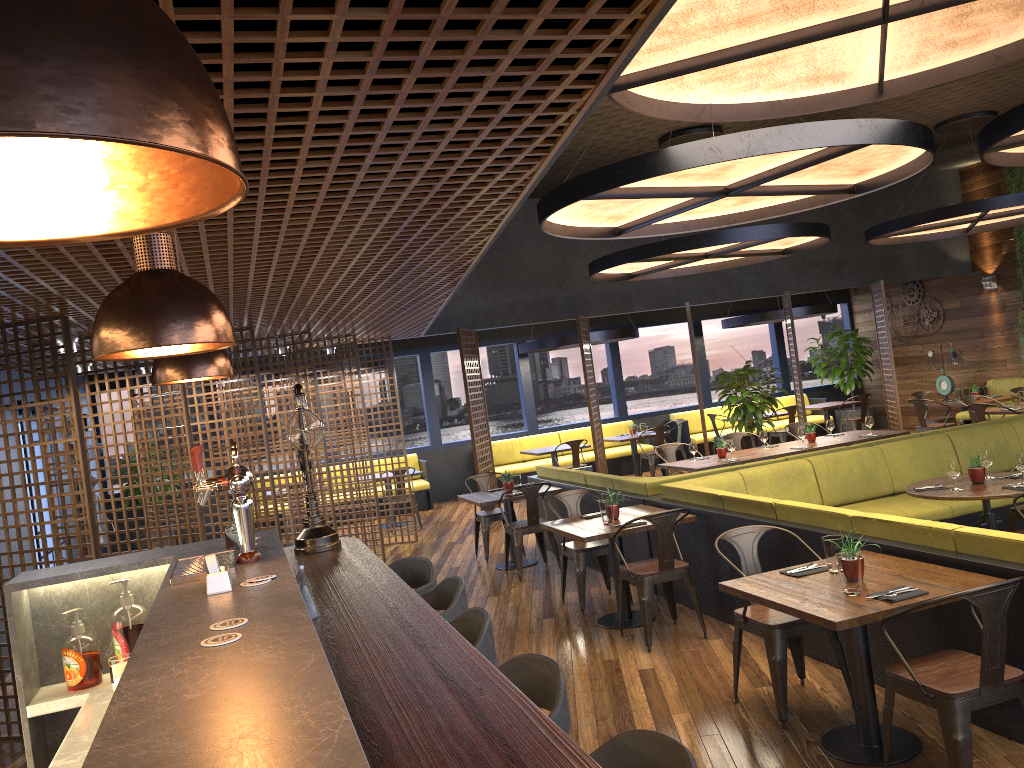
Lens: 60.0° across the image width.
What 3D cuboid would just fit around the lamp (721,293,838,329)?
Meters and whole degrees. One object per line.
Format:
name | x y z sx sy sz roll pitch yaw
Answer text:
lamp | 4.593 -2.199 15.730 1.979 2.172 1.979 -8 0 -33

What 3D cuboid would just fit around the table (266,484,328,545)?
table | -3.141 1.929 12.973 0.887 0.763 0.906 -8 0 -18

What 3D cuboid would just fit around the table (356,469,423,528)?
table | -1.819 1.751 13.396 0.887 0.763 0.906 -8 0 -18

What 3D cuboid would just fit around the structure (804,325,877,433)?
structure | 6.575 -0.099 17.325 1.493 2.184 1.272 -8 0 -18

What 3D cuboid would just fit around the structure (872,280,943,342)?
structure | 7.425 -1.382 16.761 0.058 1.178 1.791 -8 0 -18

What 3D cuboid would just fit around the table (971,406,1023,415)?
table | 6.375 0.654 10.854 0.887 0.763 0.906 -8 0 -18

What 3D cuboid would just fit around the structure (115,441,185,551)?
structure | -5.498 1.741 13.534 0.993 1.763 1.166 -8 0 43

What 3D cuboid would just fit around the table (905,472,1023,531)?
table | 3.330 1.069 6.167 1.007 0.760 1.007 -8 0 20

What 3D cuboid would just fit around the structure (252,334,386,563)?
structure | -2.304 0.843 10.543 1.319 2.700 0.050 -8 0 12

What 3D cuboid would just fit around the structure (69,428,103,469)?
structure | -5.823 0.890 12.154 0.293 0.563 1.220 -8 0 -18

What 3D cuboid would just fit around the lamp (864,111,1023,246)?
lamp | 6.014 -2.765 11.582 2.778 1.362 2.778 -8 0 37

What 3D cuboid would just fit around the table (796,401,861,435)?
table | 5.643 0.745 15.787 0.887 0.763 0.906 -8 0 -18

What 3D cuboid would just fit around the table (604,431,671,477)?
table | 2.054 1.229 14.641 0.906 0.763 0.887 -8 0 -18

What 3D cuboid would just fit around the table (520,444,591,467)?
table | 0.731 1.407 14.214 0.887 0.763 0.906 -8 0 -18

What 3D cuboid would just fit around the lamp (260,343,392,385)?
lamp | -2.892 -1.189 13.332 1.979 2.172 1.979 -8 0 -11

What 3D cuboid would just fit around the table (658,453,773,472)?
table | 2.250 1.210 9.691 0.906 0.763 0.887 -8 0 -18

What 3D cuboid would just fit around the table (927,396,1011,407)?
table | 6.699 0.608 12.730 0.887 0.763 0.906 -8 0 -18

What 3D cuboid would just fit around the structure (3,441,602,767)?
structure | -0.883 0.666 0.606 2.700 2.700 9.298 -8 0 -18

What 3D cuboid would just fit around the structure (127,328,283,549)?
structure | -2.815 0.915 8.191 1.319 2.700 0.050 -8 0 12

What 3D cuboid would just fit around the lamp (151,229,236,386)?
lamp | -1.032 -0.344 2.753 0.250 0.673 0.250 -8 0 15

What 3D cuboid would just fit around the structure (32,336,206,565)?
structure | -3.071 0.951 7.016 1.319 2.700 0.050 -8 0 12

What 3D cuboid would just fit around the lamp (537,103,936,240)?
lamp | 1.481 -2.073 6.493 2.778 1.475 2.778 -8 0 -14

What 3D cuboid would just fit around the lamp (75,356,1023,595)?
lamp | 0.523 0.459 8.759 9.057 2.714 3.017 -8 0 -18

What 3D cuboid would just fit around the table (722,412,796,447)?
table | 4.321 0.924 15.368 0.906 0.763 0.887 -8 0 -18

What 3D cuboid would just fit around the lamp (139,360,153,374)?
lamp | -4.252 -0.185 10.320 0.228 0.172 0.228 -8 0 -18

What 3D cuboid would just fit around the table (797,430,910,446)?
table | 3.958 0.980 10.244 0.906 0.763 0.887 -8 0 -18

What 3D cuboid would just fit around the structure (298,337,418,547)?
structure | -2.049 0.807 11.718 1.319 2.700 0.050 -8 0 12

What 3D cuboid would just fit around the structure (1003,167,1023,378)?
structure | 9.481 -1.694 10.054 0.918 4.593 9.182 -8 0 -18

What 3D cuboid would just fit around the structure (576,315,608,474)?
structure | 1.168 0.374 12.590 0.050 2.700 0.852 -8 0 12

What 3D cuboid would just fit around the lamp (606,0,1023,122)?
lamp | 1.729 -2.281 4.269 2.778 1.159 2.778 -8 0 33

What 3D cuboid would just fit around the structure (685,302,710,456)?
structure | 2.773 0.158 13.105 0.050 2.700 0.852 -8 0 12

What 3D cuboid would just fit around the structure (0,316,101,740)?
structure | -3.327 0.987 5.840 1.319 2.700 0.050 -8 0 12

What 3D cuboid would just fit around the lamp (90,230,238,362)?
lamp | -0.669 -0.391 1.601 0.250 0.673 0.250 -8 0 15

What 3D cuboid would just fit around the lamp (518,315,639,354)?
lamp | 0.958 -1.707 14.566 1.979 2.172 1.979 -8 0 27

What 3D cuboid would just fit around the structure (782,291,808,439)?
structure | 4.379 -0.059 13.619 0.050 2.700 0.852 -8 0 12

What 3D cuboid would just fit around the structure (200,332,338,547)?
structure | -2.560 0.879 9.367 1.319 2.700 0.050 -8 0 12

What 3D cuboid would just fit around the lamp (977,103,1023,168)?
lamp | 4.370 -2.459 5.506 2.778 1.475 2.778 -8 0 32

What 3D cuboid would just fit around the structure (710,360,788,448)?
structure | 3.367 0.552 12.593 0.993 1.763 1.166 -8 0 43

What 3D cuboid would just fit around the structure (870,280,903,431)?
structure | 5.985 -0.275 14.134 0.050 2.700 0.852 -8 0 12

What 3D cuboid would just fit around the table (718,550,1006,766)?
table | 1.639 1.300 4.146 0.887 0.763 0.906 -8 0 -18

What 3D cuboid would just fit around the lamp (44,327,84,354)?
lamp | -3.250 -0.314 6.466 0.228 0.172 0.228 -8 0 -18

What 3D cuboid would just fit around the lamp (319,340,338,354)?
lamp | -2.295 -0.449 11.158 0.228 0.172 0.228 -8 0 -18

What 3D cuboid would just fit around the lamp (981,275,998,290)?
lamp | 7.945 -1.690 14.820 0.189 0.215 0.215 -8 0 -18

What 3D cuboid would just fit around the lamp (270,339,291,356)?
lamp | -2.586 -0.408 9.957 0.228 0.172 0.228 -8 0 -18

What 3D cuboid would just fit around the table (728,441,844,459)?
table | 3.106 1.094 9.966 0.906 0.763 0.887 -8 0 -18

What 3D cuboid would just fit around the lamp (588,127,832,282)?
lamp | 2.199 -2.175 10.440 2.778 1.475 2.778 -8 0 -17

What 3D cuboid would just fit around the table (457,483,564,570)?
table | 0.014 1.511 9.291 0.887 0.763 0.906 -8 0 -18

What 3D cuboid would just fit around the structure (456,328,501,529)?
structure | -0.438 0.590 12.076 0.050 2.700 0.852 -8 0 12

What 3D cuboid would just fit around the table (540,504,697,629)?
table | 0.829 1.405 6.719 0.887 0.763 0.906 -8 0 -18

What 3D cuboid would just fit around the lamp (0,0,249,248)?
lamp | -0.323 -0.436 0.502 0.250 0.673 0.250 -8 0 15
